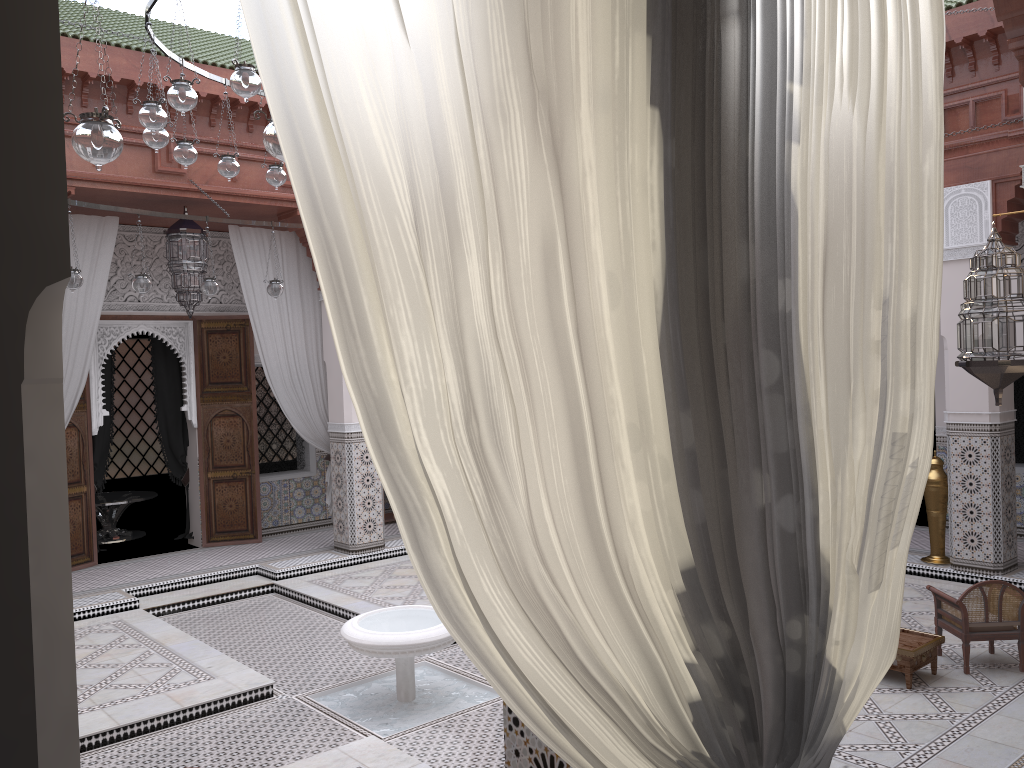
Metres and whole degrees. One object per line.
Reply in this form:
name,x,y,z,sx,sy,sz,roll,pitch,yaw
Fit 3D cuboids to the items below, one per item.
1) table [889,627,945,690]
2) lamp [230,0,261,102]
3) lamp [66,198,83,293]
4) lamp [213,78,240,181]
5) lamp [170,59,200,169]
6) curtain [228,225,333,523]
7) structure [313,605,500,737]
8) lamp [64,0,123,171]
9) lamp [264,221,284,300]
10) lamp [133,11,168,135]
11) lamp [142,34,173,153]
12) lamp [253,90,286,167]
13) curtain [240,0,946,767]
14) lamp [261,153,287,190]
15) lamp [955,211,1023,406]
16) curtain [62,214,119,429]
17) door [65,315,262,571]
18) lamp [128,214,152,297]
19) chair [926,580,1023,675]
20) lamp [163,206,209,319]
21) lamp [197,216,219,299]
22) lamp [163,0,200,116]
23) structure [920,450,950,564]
table,1.259,0.911,3.021,0.229,0.142,0.330,-3,2,-41
lamp,-0.705,-0.917,2.296,0.091,0.371,0.090,-1,1,34
lamp,-1.751,-0.546,3.510,0.090,0.371,0.091,-2,1,-6
lamp,-1.046,-0.924,3.234,0.090,0.371,0.091,-2,1,-16
lamp,-1.125,-0.917,3.015,0.090,0.371,0.091,-3,1,-36
curtain,-1.016,-0.006,5.230,1.304,1.761,0.048,-3,2,-41
structure,-0.368,0.978,3.111,0.528,0.310,0.501,-3,2,-41
lamp,-0.700,-0.540,1.470,0.091,0.371,0.090,-3,1,-26
lamp,-1.128,-0.583,4.196,0.090,0.371,0.091,-2,1,14
lamp,-1.056,-0.910,2.577,0.090,0.371,0.091,-2,1,-16
lamp,-1.132,-0.911,2.780,0.091,0.371,0.090,-1,1,29
lamp,-0.391,-0.552,1.497,0.091,0.371,0.090,-3,1,-26
curtain,0.236,0.037,0.954,1.303,1.764,0.129,-3,2,-41
lamp,-0.918,-0.933,3.413,0.090,0.371,0.091,-2,1,-1
lamp,1.347,-0.215,2.462,0.216,0.552,0.221,-3,2,-41
curtain,-2.433,0.070,4.029,1.304,1.761,0.048,-3,2,-41
door,-2.161,0.271,5.194,1.244,1.461,0.419,-3,2,-41
lamp,-1.585,-0.557,3.775,0.090,0.371,0.091,-2,1,4
chair,1.612,0.811,3.064,0.263,0.313,0.208,-2,1,0
lamp,-1.640,-0.614,4.486,0.221,0.571,0.220,-3,2,-41
lamp,-1.374,-0.569,3.997,0.090,0.371,0.091,-2,1,-6
lamp,-0.907,-0.912,2.400,0.090,0.371,0.091,-3,1,-36
structure,2.068,0.593,4.319,0.156,0.539,0.156,-2,1,10
